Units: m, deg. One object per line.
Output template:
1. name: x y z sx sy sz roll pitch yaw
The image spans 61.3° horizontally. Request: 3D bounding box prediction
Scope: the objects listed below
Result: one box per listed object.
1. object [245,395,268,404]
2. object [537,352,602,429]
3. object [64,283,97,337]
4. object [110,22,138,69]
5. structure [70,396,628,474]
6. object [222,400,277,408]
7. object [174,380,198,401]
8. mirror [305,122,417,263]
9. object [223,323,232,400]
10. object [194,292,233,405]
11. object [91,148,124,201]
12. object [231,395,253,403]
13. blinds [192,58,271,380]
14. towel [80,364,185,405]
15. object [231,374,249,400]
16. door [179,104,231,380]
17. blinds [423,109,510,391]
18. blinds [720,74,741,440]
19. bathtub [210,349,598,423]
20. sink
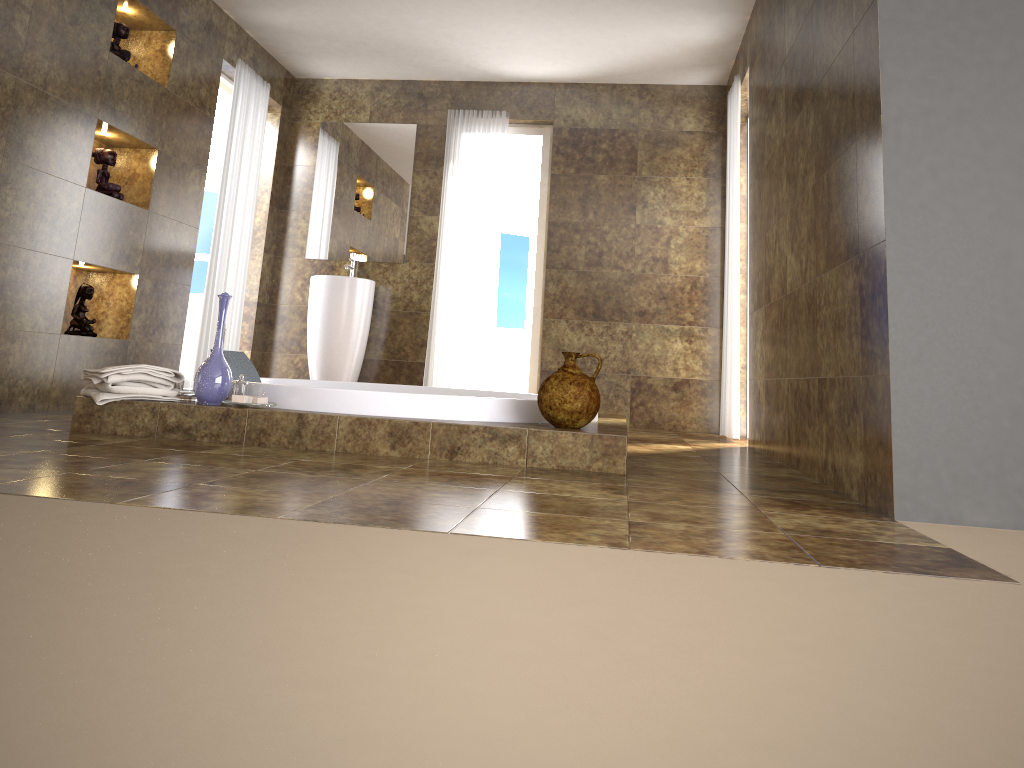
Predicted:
1. object: -0.954 0.061 3.173 0.101 0.033 0.059 3 -2 22
2. object: 0.209 0.020 3.154 0.228 0.283 0.224 6 -8 -21
3. object: -2.182 -0.380 4.413 0.152 0.282 0.146 2 -9 8
4. object: -2.112 -1.838 4.683 0.152 0.275 0.117 2 -10 7
5. structure: -0.485 0.173 3.981 2.007 0.128 1.953 4 0 8
6. object: -0.959 0.076 3.160 0.190 0.019 0.185 4 0 -4
7. object: -1.262 0.026 3.456 0.169 0.078 0.166 4 -2 -11
8. mirror: -1.144 -1.471 6.580 0.769 1.126 0.008 2 -12 7
9. object: -1.137 -0.083 3.347 0.130 0.318 0.125 1 -11 15
10. object: -1.095 -0.135 3.218 0.136 0.433 0.130 1 -11 15
11. object: -2.142 -1.116 4.594 0.175 0.294 0.107 2 -10 7
12. object: -0.970 0.057 3.107 0.053 0.035 0.071 3 -2 8
13. blinds: -1.853 -1.030 5.800 0.068 2.347 0.576 2 -11 7
14. towel: -1.441 0.000 3.279 0.316 0.155 0.336 5 -2 -38
15. object: -1.039 0.021 3.301 0.057 0.119 0.056 9 -11 -30
16. door: -2.498 -1.023 6.344 0.961 2.297 0.038 4 -12 -2
17. blinds: -0.324 -0.943 6.334 0.520 2.335 0.064 2 -12 7
18. blinds: 1.380 -0.823 5.465 0.069 2.348 0.465 2 -12 7
19. bathtub: -0.486 0.165 3.982 1.745 0.539 1.712 3 -1 38
20. sink: -1.237 -0.403 6.138 0.459 1.172 0.420 2 -11 10
